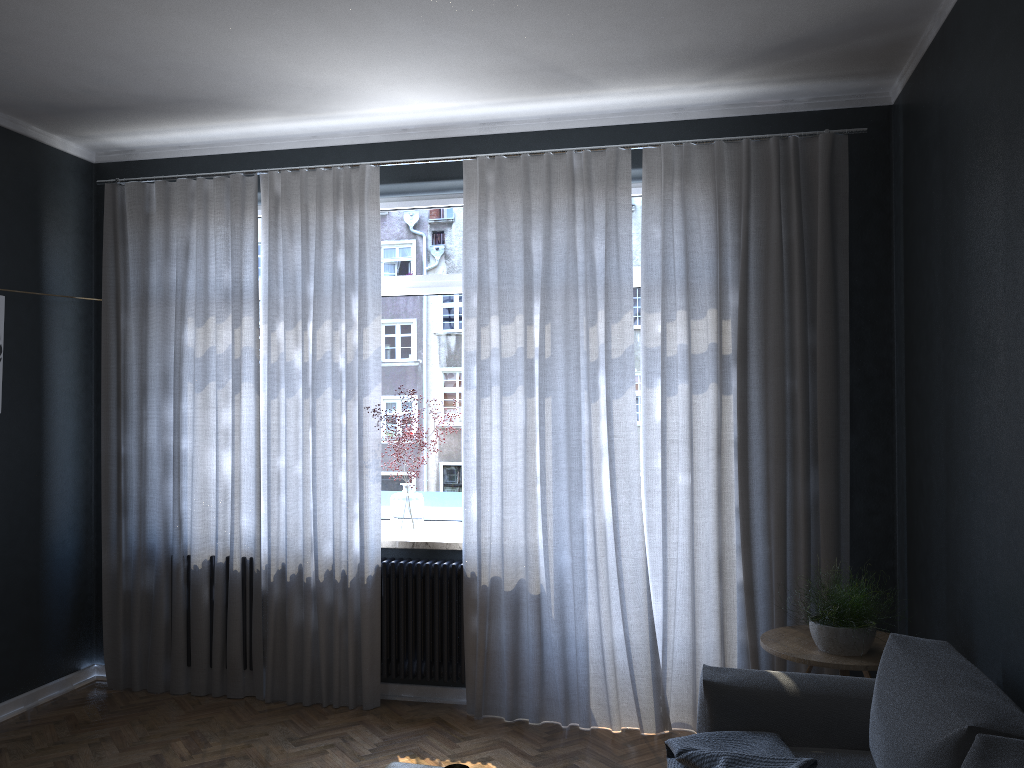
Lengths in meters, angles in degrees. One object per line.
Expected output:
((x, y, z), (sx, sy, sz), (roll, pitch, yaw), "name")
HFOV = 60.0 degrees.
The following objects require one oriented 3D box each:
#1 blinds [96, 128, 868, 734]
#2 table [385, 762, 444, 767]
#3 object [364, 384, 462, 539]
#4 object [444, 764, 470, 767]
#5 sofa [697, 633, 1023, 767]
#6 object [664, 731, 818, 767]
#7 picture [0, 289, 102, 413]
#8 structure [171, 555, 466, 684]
((-0.312, 0.250, 4.510), (3.992, 2.788, 0.312), (-1, -1, 12), "blinds")
((-0.271, 1.305, 2.054), (0.339, 0.550, 0.788), (-1, -1, 12), "table")
((-0.535, 0.412, 4.648), (0.514, 0.809, 0.599), (0, -1, -14), "object")
((-0.218, 1.019, 2.184), (0.103, 0.033, 0.369), (-1, -2, 23), "object")
((0.849, 1.172, 2.026), (0.970, 0.798, 2.341), (-1, -2, 12), "sofa")
((0.672, 1.215, 2.654), (0.490, 0.329, 0.666), (-1, -2, 17), "object")
((-2.763, -0.170, 2.885), (0.058, 0.771, 4.458), (0, -2, 12), "picture")
((-0.971, 1.214, 4.706), (1.846, 0.600, 0.216), (-1, -1, 12), "structure")
